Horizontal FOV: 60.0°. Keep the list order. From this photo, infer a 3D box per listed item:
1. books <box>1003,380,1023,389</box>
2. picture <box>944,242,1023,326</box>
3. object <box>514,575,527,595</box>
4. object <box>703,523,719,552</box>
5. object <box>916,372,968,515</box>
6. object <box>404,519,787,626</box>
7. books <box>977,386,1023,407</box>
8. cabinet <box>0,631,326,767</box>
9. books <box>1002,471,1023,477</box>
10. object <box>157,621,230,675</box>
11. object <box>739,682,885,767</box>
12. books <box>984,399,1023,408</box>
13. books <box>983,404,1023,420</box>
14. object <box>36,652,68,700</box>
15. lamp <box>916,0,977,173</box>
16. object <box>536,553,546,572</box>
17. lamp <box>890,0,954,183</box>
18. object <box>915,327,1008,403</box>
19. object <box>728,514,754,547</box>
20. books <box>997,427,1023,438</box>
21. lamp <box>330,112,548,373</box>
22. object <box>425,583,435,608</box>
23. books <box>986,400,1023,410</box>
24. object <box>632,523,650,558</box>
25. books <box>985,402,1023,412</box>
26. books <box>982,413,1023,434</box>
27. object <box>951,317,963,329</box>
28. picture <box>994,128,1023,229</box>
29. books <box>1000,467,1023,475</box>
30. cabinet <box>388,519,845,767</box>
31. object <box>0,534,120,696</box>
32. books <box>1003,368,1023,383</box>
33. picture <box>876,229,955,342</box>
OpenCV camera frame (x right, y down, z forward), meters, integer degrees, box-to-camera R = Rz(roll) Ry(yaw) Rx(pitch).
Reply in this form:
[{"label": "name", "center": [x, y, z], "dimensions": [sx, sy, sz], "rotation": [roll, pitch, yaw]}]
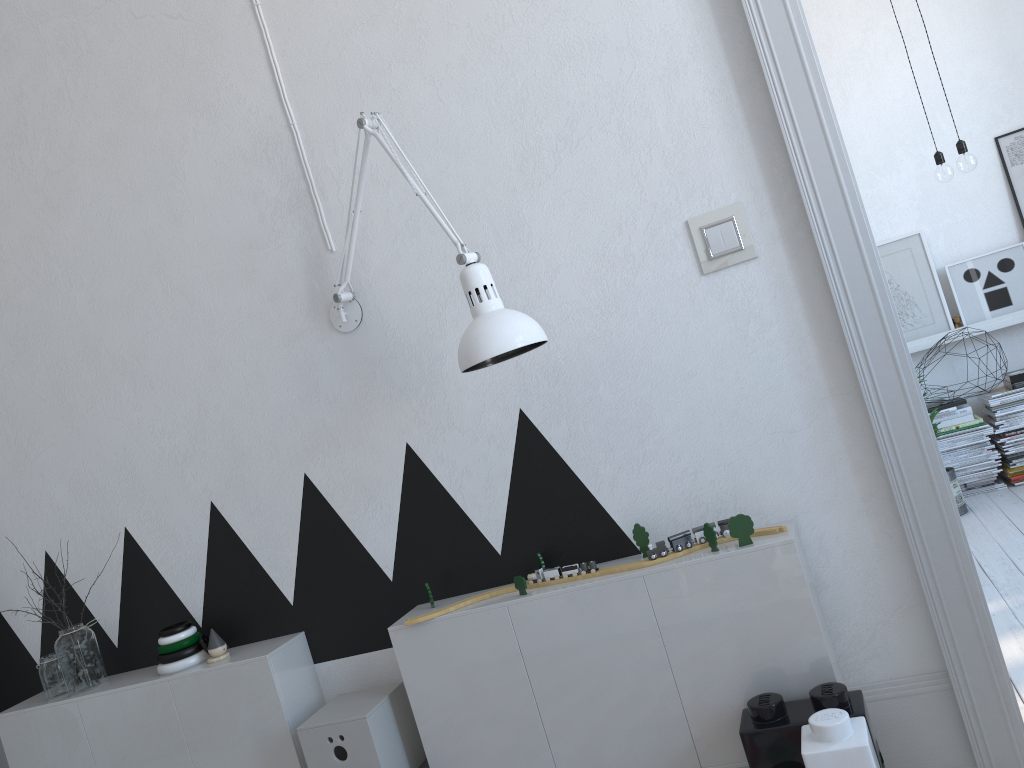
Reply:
[{"label": "books", "center": [2.435, -0.029, 4.140], "dimensions": [0.228, 0.029, 0.199], "rotation": [-17, -1, 19]}, {"label": "picture", "center": [2.331, -0.472, 4.284], "dimensions": [0.367, 0.329, 0.040], "rotation": [-17, 0, 16]}, {"label": "object", "center": [0.020, 0.464, 2.045], "dimensions": [0.006, 0.046, 0.037], "rotation": [-17, -1, -44]}, {"label": "object", "center": [0.427, 0.329, 1.904], "dimensions": [0.007, 0.063, 0.029], "rotation": [-17, -1, -44]}, {"label": "object", "center": [1.844, 0.258, 3.987], "dimensions": [0.250, 0.683, 0.201], "rotation": [-17, -1, 37]}, {"label": "object", "center": [0.172, 0.417, 2.041], "dimensions": [0.902, 0.047, 0.111], "rotation": [-17, -1, 14]}, {"label": "books", "center": [2.393, 0.023, 4.164], "dimensions": [0.348, 0.053, 0.294], "rotation": [-17, -1, 16]}, {"label": "cabinet", "center": [-0.964, 1.033, 2.489], "dimensions": [0.971, 0.454, 0.182], "rotation": [-17, -1, 19]}, {"label": "books", "center": [2.420, 0.389, 4.164], "dimensions": [0.205, 0.013, 0.187], "rotation": [-17, -1, 19]}, {"label": "object", "center": [-0.876, 0.710, 2.443], "dimensions": [0.231, 0.113, 0.148], "rotation": [-17, -1, 9]}, {"label": "object", "center": [0.596, 0.783, 1.714], "dimensions": [0.247, 0.331, 0.246], "rotation": [-17, -1, 19]}, {"label": "books", "center": [2.399, 0.054, 4.154], "dimensions": [0.326, 0.008, 0.193], "rotation": [-17, -1, 18]}, {"label": "books", "center": [2.426, 0.090, 4.165], "dimensions": [0.351, 0.041, 0.292], "rotation": [-17, -1, 17]}, {"label": "object", "center": [-1.318, 0.843, 2.574], "dimensions": [0.091, 0.121, 0.098], "rotation": [-17, -1, -33]}, {"label": "lamp", "center": [1.027, -1.395, 3.800], "dimensions": [1.382, 1.530, 0.074], "rotation": [-17, 0, 24]}, {"label": "object", "center": [0.072, 0.441, 2.153], "dimensions": [0.007, 0.063, 0.029], "rotation": [-17, -1, -18]}, {"label": "lamp", "center": [1.004, -1.385, 3.937], "dimensions": [1.382, 1.530, 0.074], "rotation": [-17, 0, 24]}, {"label": "object", "center": [2.085, -0.081, 4.230], "dimensions": [0.479, 0.327, 0.316], "rotation": [-17, -1, 36]}, {"label": "object", "center": [0.486, 0.309, 1.876], "dimensions": [0.054, 0.066, 0.009], "rotation": [-17, 0, 10]}, {"label": "books", "center": [2.436, 0.186, 4.132], "dimensions": [0.319, 0.027, 0.208], "rotation": [-17, -1, 20]}, {"label": "lamp", "center": [-0.240, -0.322, 2.094], "dimensions": [0.200, 0.655, 0.652], "rotation": [-17, -1, -38]}, {"label": "object", "center": [-0.205, 0.526, 2.210], "dimensions": [0.007, 0.063, 0.029], "rotation": [-17, -1, -18]}, {"label": "books", "center": [2.389, 0.065, 4.115], "dimensions": [0.329, 0.007, 0.129], "rotation": [-17, -1, 21]}, {"label": "object", "center": [0.301, 0.360, 2.049], "dimensions": [0.037, 0.081, 0.009], "rotation": [-17, 0, 13]}, {"label": "books", "center": [2.404, 0.070, 4.136], "dimensions": [0.340, 0.010, 0.173], "rotation": [-17, -1, 20]}, {"label": "books", "center": [2.429, 0.140, 4.169], "dimensions": [0.375, 0.062, 0.289], "rotation": [-17, -1, 19]}, {"label": "object", "center": [2.183, -0.291, 4.376], "dimensions": [0.035, 0.079, 0.098], "rotation": [-17, -1, -24]}, {"label": "picture", "center": [2.720, -0.865, 4.132], "dimensions": [0.632, 0.849, 0.072], "rotation": [-17, 0, 20]}, {"label": "books", "center": [2.410, 0.378, 4.150], "dimensions": [0.212, 0.014, 0.203], "rotation": [-17, -1, 15]}, {"label": "cabinet", "center": [0.233, 0.661, 2.058], "dimensions": [0.971, 0.454, 0.182], "rotation": [-17, -1, 19]}, {"label": "object", "center": [-1.314, 0.651, 2.519], "dimensions": [0.406, 0.484, 0.258], "rotation": [-17, -1, 17]}, {"label": "books", "center": [2.422, -0.057, 4.114], "dimensions": [0.235, 0.035, 0.163], "rotation": [-17, -1, 19]}, {"label": "picture", "center": [1.898, -0.445, 4.438], "dimensions": [0.452, 0.536, 0.063], "rotation": [-17, 0, 17]}]
